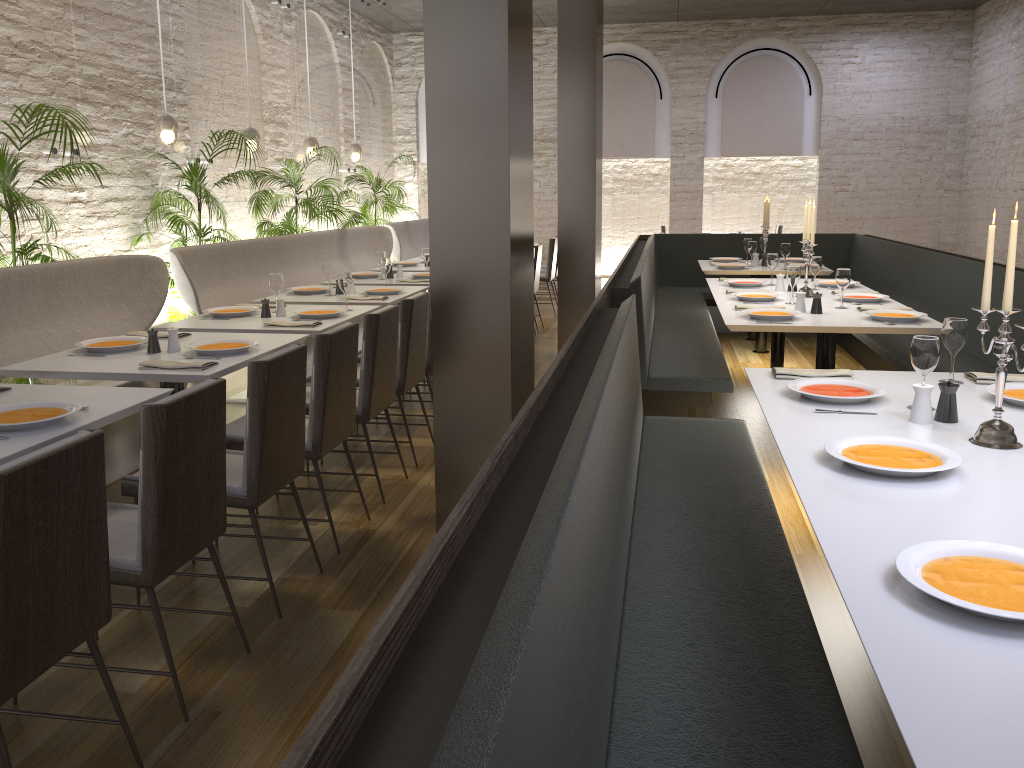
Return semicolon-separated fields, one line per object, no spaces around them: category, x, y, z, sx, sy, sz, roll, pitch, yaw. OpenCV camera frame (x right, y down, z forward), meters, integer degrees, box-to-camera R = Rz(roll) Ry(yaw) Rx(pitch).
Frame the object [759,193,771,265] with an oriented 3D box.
object;2.339;-1.425;8.168;0.132;0.652;0.392;3;11;20

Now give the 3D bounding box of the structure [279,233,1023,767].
structure;1.620;0.026;4.251;2.372;0.993;10.828;2;12;10

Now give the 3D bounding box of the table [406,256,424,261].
table;-0.569;-0.999;9.651;0.936;0.754;1.018;1;12;10

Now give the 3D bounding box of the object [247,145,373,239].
object;-2.189;-1.480;9.146;1.149;1.960;1.193;-9;14;-39

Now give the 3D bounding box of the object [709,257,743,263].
object;2.082;-1.205;8.631;0.322;0.036;0.324;1;12;5

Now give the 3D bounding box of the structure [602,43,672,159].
structure;1.565;-4.227;13.275;1.633;1.663;0.098;1;10;10

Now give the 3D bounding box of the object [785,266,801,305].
object;1.711;-0.603;5.402;0.086;0.229;0.087;1;10;10

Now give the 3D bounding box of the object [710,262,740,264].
object;2.003;-1.133;8.336;0.273;0.033;0.144;2;12;10

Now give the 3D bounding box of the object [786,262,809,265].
object;2.680;-1.113;8.213;0.273;0.033;0.144;2;12;10

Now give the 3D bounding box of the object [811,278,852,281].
object;2.411;-0.781;6.689;0.273;0.033;0.144;2;12;10

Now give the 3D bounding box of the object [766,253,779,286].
object;1.899;-0.836;6.469;0.086;0.229;0.087;4;11;22

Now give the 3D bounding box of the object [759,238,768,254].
object;2.447;-1.307;8.620;0.086;0.229;0.086;-4;11;-20

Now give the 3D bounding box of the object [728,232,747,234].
object;3.551;-2.378;13.983;0.323;0.036;0.323;11;17;44

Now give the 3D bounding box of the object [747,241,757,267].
object;2.173;-1.176;8.025;0.087;0.229;0.086;-10;14;-43

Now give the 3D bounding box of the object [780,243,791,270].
object;2.376;-1.108;7.702;0.087;0.229;0.086;-10;14;-43

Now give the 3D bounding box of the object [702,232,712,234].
object;3.021;-2.393;14.076;0.323;0.036;0.323;11;17;44

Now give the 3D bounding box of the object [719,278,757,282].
object;1.733;-0.800;6.806;0.273;0.033;0.144;2;12;10

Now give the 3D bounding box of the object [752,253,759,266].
object;2.237;-1.140;8.125;0.069;0.126;0.069;-9;13;-37

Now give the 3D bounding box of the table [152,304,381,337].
table;-1.357;-0.022;5.172;0.936;0.754;1.018;1;12;10

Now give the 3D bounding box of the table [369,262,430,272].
table;-0.760;-0.763;8.565;0.936;0.754;1.018;1;12;10

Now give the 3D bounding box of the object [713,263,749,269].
object;1.954;-1.047;7.907;0.321;0.036;0.324;-4;13;-14

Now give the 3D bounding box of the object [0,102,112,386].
object;-2.891;-0.607;5.145;1.148;1.960;1.193;8;14;40

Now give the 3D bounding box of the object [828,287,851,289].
object;2.289;-0.667;6.171;0.181;0.015;0.038;2;12;11

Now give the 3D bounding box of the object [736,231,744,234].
object;2.601;-1.635;10.129;0.087;0.229;0.086;8;13;39

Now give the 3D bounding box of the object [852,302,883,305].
object;2.143;-0.485;5.337;0.181;0.015;0.038;2;12;11

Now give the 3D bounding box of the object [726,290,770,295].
object;1.587;-0.618;5.971;0.273;0.033;0.144;2;12;10

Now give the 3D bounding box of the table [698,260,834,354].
table;2.308;-0.731;8.284;1.100;0.754;1.197;1;12;10

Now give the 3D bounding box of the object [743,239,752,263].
object;2.250;-1.272;8.466;0.087;0.229;0.086;-10;14;-43

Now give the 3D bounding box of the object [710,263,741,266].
object;1.976;-1.101;8.186;0.273;0.033;0.144;2;12;10

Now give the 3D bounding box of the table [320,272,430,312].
table;-0.960;-0.515;7.429;0.936;0.754;1.018;1;12;10

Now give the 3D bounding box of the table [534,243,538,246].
table;-0.186;-1.474;11.828;0.936;0.754;1.018;1;12;10

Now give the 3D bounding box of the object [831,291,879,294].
object;2.265;-0.599;5.855;0.273;0.033;0.144;2;12;10

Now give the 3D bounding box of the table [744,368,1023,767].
table;1.242;0.590;2.228;1.100;0.754;2.558;1;12;10

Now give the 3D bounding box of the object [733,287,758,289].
object;1.656;-0.677;6.258;0.185;0.010;0.017;2;12;10

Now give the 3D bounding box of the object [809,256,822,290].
object;2.103;-0.768;6.147;0.086;0.229;0.087;4;11;22

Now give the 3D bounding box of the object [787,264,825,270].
object;2.579;-1.030;7.797;0.321;0.036;0.324;-4;13;-14

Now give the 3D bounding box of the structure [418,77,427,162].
structure;-0.663;-4.289;13.659;1.633;1.663;0.098;1;10;10

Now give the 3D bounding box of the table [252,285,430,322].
table;-1.158;-0.269;6.302;0.936;0.754;1.018;1;12;10

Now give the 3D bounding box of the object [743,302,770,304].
object;1.509;-0.495;5.424;0.185;0.010;0.017;2;12;10

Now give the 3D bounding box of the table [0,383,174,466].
table;-1.764;0.482;2.859;0.936;0.754;1.018;1;12;10

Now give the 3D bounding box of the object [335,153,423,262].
object;-1.753;-2.001;11.534;1.145;1.960;1.197;-2;11;-9

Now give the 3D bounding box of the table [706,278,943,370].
table;1.871;-0.190;5.803;1.100;0.754;2.558;1;12;10

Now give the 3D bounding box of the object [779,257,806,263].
object;2.707;-1.188;8.521;0.322;0.036;0.323;-8;14;-31

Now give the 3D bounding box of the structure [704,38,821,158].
structure;3.653;-4.169;12.915;1.633;1.663;0.098;1;10;10

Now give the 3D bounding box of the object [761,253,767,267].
object;2.312;-1.133;8.088;0.069;0.126;0.069;-9;13;-37

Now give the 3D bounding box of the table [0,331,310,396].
table;-1.551;0.218;4.073;0.936;0.754;1.018;1;12;10

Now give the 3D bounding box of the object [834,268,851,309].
object;1.932;-0.557;5.179;0.086;0.229;0.087;-8;13;-37

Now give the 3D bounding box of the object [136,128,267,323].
object;-2.530;-1.054;7.194;1.148;1.960;1.193;8;14;40
